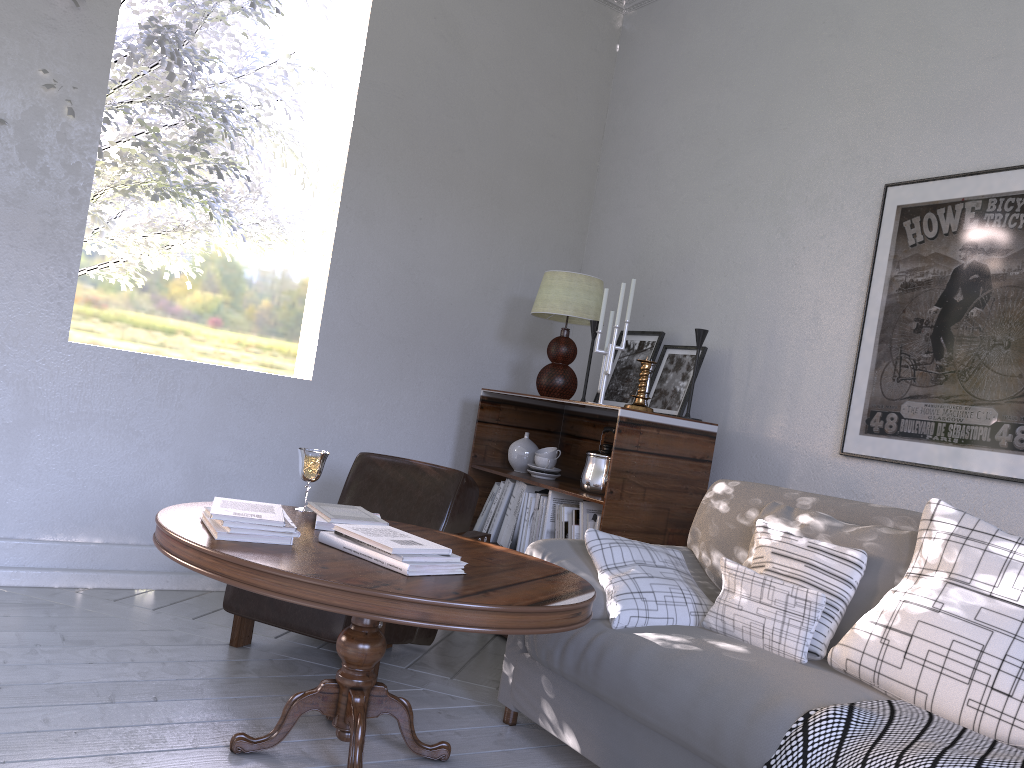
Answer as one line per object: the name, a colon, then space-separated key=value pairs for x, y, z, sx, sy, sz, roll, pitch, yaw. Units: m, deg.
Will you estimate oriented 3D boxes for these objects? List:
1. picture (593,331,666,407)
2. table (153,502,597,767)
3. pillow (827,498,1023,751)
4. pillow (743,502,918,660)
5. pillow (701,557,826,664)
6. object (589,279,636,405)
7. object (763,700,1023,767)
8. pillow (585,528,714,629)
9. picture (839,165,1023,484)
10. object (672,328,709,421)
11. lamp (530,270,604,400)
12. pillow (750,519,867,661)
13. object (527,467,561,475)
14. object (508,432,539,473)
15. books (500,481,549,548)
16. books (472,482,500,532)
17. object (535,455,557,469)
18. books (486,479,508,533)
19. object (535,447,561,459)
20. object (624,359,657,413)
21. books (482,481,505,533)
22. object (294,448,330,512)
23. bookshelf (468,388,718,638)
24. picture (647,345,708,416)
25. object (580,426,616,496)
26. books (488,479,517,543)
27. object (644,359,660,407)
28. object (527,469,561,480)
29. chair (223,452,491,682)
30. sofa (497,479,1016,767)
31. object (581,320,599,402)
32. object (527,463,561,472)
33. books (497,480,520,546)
picture: x=0.417 y=-0.049 z=3.194 sx=0.095 sy=0.300 sz=0.230 roll=9 pitch=0 yaw=-33
table: x=-0.319 y=0.544 z=1.819 sx=0.947 sy=0.432 sz=0.740 roll=9 pitch=-1 yaw=27
pillow: x=0.827 y=0.414 z=1.568 sx=0.221 sy=0.386 sz=0.452 roll=9 pitch=0 yaw=-31
pillow: x=0.678 y=0.437 z=1.920 sx=0.151 sy=0.313 sz=0.487 roll=9 pitch=-1 yaw=-32
pillow: x=0.524 y=0.472 z=1.849 sx=0.071 sy=0.167 sz=0.282 roll=9 pitch=-1 yaw=-35
object: x=0.320 y=-0.138 z=2.865 sx=0.100 sy=0.424 sz=0.101 roll=10 pitch=1 yaw=41
object: x=0.311 y=0.672 z=1.307 sx=1.501 sy=0.395 sz=0.495 roll=9 pitch=-1 yaw=-3
pillow: x=0.321 y=0.463 z=2.044 sx=0.311 sy=0.206 sz=0.214 roll=10 pitch=-1 yaw=-27
picture: x=1.151 y=-0.161 z=2.257 sx=0.019 sy=0.773 sz=0.586 roll=9 pitch=0 yaw=-33
object: x=0.576 y=-0.029 z=2.797 sx=0.095 sy=0.289 sz=0.094 roll=9 pitch=1 yaw=-10
lamp: x=0.187 y=-0.164 z=3.186 sx=0.266 sy=0.447 sz=0.269 roll=9 pitch=0 yaw=32
pillow: x=0.594 y=0.445 z=1.891 sx=0.130 sy=0.269 sz=0.309 roll=9 pitch=0 yaw=-29
object: x=0.112 y=0.311 z=3.110 sx=0.121 sy=0.021 sz=0.121 roll=9 pitch=-2 yaw=17
object: x=0.044 y=0.250 z=3.233 sx=0.112 sy=0.147 sz=0.122 roll=9 pitch=0 yaw=-36
books: x=0.076 y=0.456 z=3.049 sx=0.175 sy=0.242 sz=0.104 roll=9 pitch=0 yaw=-33
books: x=-0.032 y=0.459 z=3.209 sx=0.162 sy=0.210 sz=0.126 roll=9 pitch=0 yaw=-33
object: x=0.115 y=0.280 z=3.110 sx=0.079 sy=0.050 sz=0.082 roll=9 pitch=-1 yaw=30
books: x=0.010 y=0.452 z=3.150 sx=0.153 sy=0.232 sz=0.104 roll=9 pitch=0 yaw=-33
object: x=0.120 y=0.252 z=3.110 sx=0.078 sy=0.067 sz=0.082 roll=9 pitch=-1 yaw=-18
object: x=0.405 y=-0.002 z=2.738 sx=0.096 sy=0.172 sz=0.095 roll=9 pitch=0 yaw=-14
books: x=-0.004 y=0.458 z=3.177 sx=0.162 sy=0.218 sz=0.100 roll=9 pitch=0 yaw=-33
object: x=-0.490 y=0.233 z=2.137 sx=0.077 sy=0.149 sz=0.076 roll=9 pitch=0 yaw=-37
bookshelf: x=0.204 y=0.465 z=3.012 sx=0.402 sy=0.800 sz=0.795 roll=9 pitch=0 yaw=-33
picture: x=0.540 y=-0.010 z=2.986 sx=0.080 sy=0.252 sz=0.201 roll=9 pitch=0 yaw=-33
object: x=0.317 y=0.249 z=2.825 sx=0.143 sy=0.223 sz=0.190 roll=9 pitch=0 yaw=-42
books: x=0.025 y=0.453 z=3.122 sx=0.173 sy=0.235 sz=0.111 roll=9 pitch=0 yaw=-33
object: x=0.432 y=0.005 z=2.828 sx=0.061 sy=0.172 sz=0.062 roll=10 pitch=1 yaw=34
object: x=0.111 y=0.320 z=3.110 sx=0.121 sy=0.021 sz=0.121 roll=9 pitch=-2 yaw=17
chair: x=-0.432 y=0.487 z=2.534 sx=0.495 sy=0.554 sz=0.706 roll=9 pitch=-1 yaw=22
sofa: x=0.788 y=0.598 z=1.565 sx=0.770 sy=0.682 sz=1.853 roll=10 pitch=-1 yaw=-33
object: x=0.266 y=-0.073 z=3.043 sx=0.095 sy=0.289 sz=0.094 roll=9 pitch=1 yaw=-10
object: x=0.112 y=0.301 z=3.113 sx=0.122 sy=0.024 sz=0.120 roll=10 pitch=-2 yaw=-28
books: x=0.059 y=0.455 z=3.089 sx=0.173 sy=0.239 sz=0.092 roll=9 pitch=0 yaw=-33
